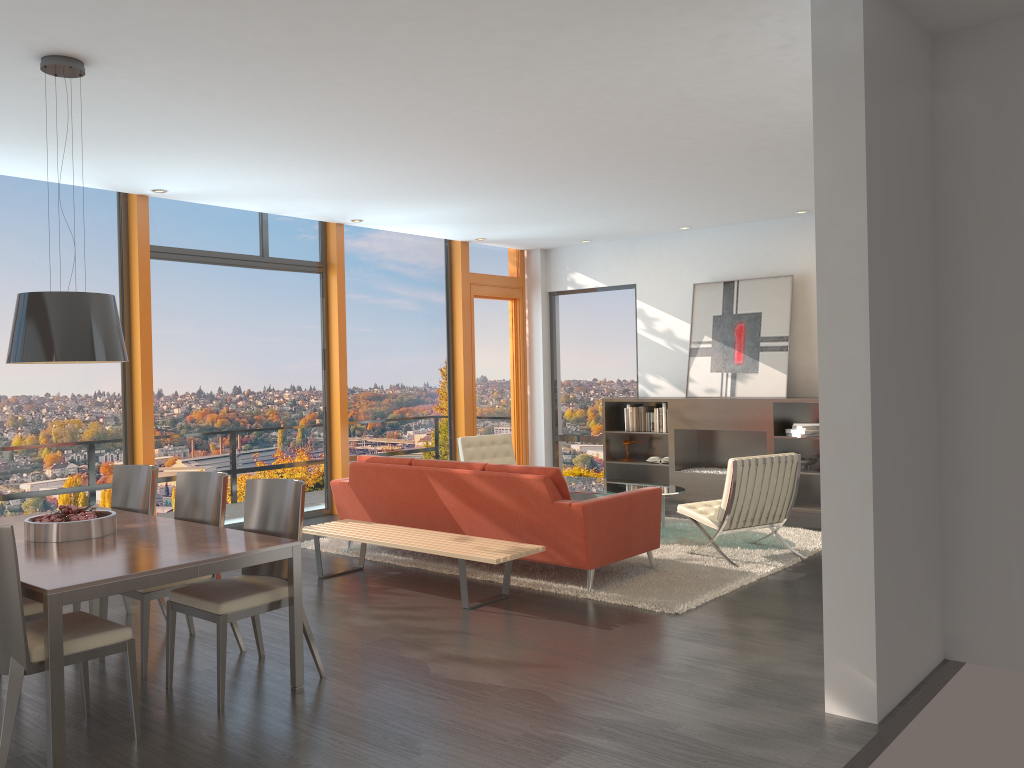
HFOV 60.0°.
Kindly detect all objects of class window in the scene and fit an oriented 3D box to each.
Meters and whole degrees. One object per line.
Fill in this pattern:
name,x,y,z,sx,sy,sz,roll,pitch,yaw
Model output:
window,1.084,-0.347,11.604,1.409,3.340,0.065,-1,0,40
window,-2.690,-0.230,8.861,0.070,3.346,2.104,-1,0,40
window,-1.351,-0.281,10.459,0.070,3.346,1.844,-1,0,40
window,-0.245,-0.321,11.633,0.211,3.346,1.156,-1,0,40
window,-4.373,-0.166,6.851,0.070,3.346,2.924,-1,1,40

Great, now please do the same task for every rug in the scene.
rug,0.523,1.381,7.776,3.772,0.043,2.984,-1,1,40

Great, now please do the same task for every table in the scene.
table,-2.208,1.161,4.518,2.151,0.764,1.172,-1,1,40
table,0.674,1.148,8.124,1.999,0.464,0.948,-1,1,41

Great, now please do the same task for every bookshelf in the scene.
bookshelf,2.571,0.733,9.765,3.387,1.163,0.570,-1,1,40

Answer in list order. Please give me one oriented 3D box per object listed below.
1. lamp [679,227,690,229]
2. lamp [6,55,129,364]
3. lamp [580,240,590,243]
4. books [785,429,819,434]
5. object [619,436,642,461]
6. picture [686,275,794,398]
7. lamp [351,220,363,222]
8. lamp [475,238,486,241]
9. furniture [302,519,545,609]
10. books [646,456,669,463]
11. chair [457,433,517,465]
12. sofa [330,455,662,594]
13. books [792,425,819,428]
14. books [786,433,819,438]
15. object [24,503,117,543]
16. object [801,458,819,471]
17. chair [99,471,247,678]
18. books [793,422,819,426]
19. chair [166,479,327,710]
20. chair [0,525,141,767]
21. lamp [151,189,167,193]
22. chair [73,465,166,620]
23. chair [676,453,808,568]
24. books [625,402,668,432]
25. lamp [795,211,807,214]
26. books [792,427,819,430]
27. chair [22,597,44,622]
lamp,2.016,-1.823,10.368,0.129,0.010,0.129,-1,1,-5
lamp,-2.298,-0.900,4.560,0.567,1.580,0.567,-1,0,-21
lamp,0.933,-1.812,11.276,0.129,0.010,0.129,-1,1,-5
books,3.101,0.486,9.212,0.398,0.038,0.314,-2,1,-21
object,1.410,0.776,10.682,0.201,0.290,0.245,-2,1,-30
picture,2.539,-0.515,9.958,1.208,1.338,0.269,-1,0,40
lamp,-1.645,-1.730,9.409,0.129,0.010,0.129,-1,1,-5
lamp,-0.388,-1.778,10.911,0.129,0.010,0.129,-1,1,-5
furniture,-0.703,1.255,6.266,2.005,0.357,0.492,-1,1,40
books,1.754,0.884,10.353,0.336,0.064,0.234,-1,1,20
chair,-0.111,0.958,9.341,0.700,0.817,0.707,-2,1,-40
sofa,-0.214,0.987,6.957,2.597,0.852,1.038,-1,1,40
books,3.100,0.438,9.212,0.300,0.020,0.210,-1,1,-10
books,3.102,0.524,9.212,0.398,0.038,0.314,-1,1,-11
object,-2.282,0.703,4.589,0.427,0.154,0.427,-1,1,-6
object,3.049,0.844,9.262,0.309,0.117,0.309,-1,1,-16
chair,-1.854,0.995,4.853,0.548,0.967,0.614,-1,1,40
books,3.100,0.418,9.212,0.300,0.020,0.210,-1,1,30
chair,-1.319,0.989,4.405,0.548,0.967,0.614,-1,1,40
chair,-1.943,1.014,3.625,0.548,0.967,0.614,-1,1,40
lamp,-3.066,-1.676,7.712,0.129,0.010,0.129,-1,1,-5
chair,-2.441,1.002,5.345,0.548,0.967,0.614,-1,1,40
chair,1.784,0.948,6.938,0.700,0.817,0.707,-2,1,-30
books,1.659,0.383,10.396,0.592,0.339,0.324,-1,1,40
lamp,3.088,-1.835,9.471,0.129,0.010,0.129,-1,1,-5
books,3.101,0.458,9.212,0.300,0.020,0.210,-2,1,-21
chair,-2.530,1.020,4.116,0.548,0.967,0.614,-1,1,40
